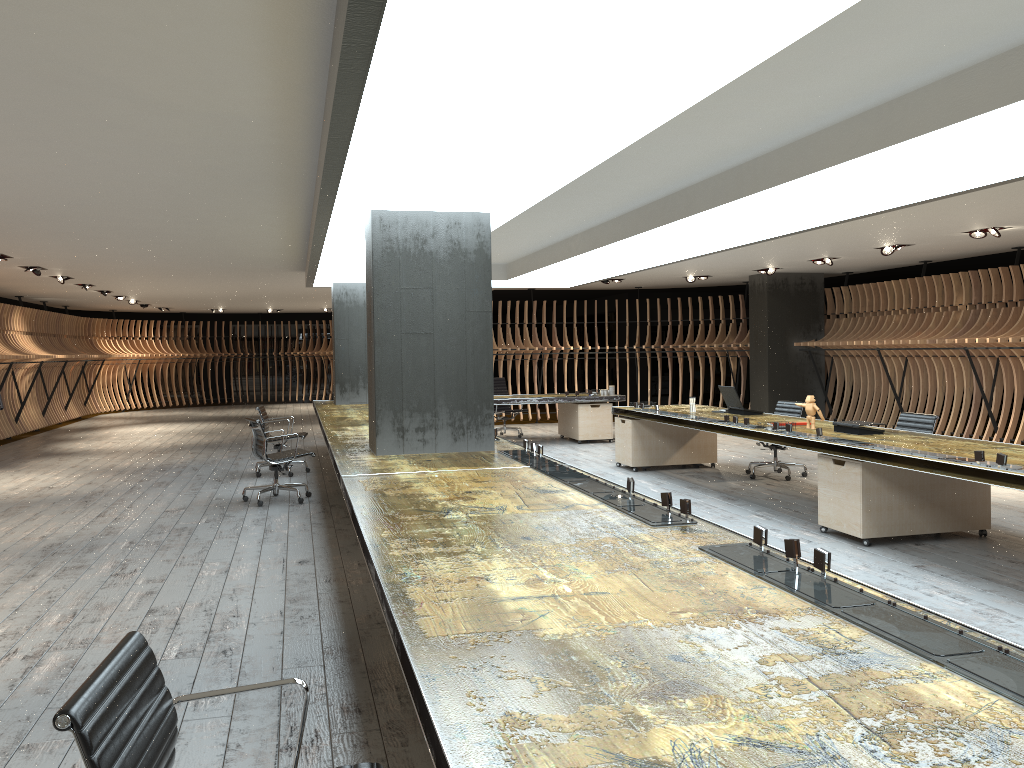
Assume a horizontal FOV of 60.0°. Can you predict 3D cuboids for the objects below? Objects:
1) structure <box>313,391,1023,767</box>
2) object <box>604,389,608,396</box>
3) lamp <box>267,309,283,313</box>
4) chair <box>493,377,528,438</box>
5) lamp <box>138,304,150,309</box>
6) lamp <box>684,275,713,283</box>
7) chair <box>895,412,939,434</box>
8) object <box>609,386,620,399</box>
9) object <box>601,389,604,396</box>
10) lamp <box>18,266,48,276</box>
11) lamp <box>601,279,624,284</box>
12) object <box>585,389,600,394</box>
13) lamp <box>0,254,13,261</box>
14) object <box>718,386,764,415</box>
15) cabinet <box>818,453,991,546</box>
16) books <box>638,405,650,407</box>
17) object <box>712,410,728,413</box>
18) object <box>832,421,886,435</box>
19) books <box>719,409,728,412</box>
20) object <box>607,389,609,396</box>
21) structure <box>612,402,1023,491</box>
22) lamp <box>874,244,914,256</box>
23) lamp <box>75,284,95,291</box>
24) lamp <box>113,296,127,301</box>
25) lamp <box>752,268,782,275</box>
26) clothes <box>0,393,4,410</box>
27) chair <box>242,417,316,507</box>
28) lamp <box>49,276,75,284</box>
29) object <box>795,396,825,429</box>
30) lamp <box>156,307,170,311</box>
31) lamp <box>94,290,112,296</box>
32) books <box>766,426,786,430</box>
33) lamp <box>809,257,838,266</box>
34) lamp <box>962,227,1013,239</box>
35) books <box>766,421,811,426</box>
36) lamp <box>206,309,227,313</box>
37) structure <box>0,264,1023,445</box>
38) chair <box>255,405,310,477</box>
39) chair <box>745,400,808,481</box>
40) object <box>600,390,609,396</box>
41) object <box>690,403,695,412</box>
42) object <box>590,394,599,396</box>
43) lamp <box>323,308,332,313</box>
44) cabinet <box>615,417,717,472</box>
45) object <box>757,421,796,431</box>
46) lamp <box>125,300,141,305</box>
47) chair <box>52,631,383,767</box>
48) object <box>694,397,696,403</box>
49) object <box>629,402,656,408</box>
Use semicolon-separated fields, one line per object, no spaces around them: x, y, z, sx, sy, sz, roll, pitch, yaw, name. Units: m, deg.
1.251;0.818;6.222;4.836;0.844;18.482;-1;2;-14;structure
1.502;0.141;14.198;0.062;0.109;0.062;-2;2;-41;object
-6.782;-2.160;25.324;0.493;0.291;0.269;-1;2;-9;lamp
-0.102;0.406;15.404;0.665;1.022;0.699;-2;2;-33;chair
-9.046;-1.996;21.839;0.269;0.283;0.493;-1;2;-14;lamp
3.341;-1.975;15.992;0.492;0.292;0.269;0;2;31;lamp
3.471;0.705;8.055;0.668;0.859;0.693;-2;2;-23;chair
1.630;0.133;14.186;0.088;0.204;0.263;-1;2;-15;object
1.453;0.140;14.249;0.062;0.109;0.062;-2;2;-41;object
-6.777;-1.680;12.544;0.269;0.294;0.493;-1;2;-14;lamp
1.822;-1.962;16.324;0.492;0.293;0.269;-1;2;-7;lamp
1.361;0.132;14.963;0.217;0.074;0.302;-1;2;-9;object
-6.398;-1.627;10.995;0.269;0.295;0.493;-1;2;-14;lamp
2.535;0.177;9.821;0.365;0.316;0.373;-1;2;-14;object
3.069;0.868;6.955;1.131;0.630;0.593;-1;2;-14;cabinet
1.648;0.278;11.200;0.155;0.025;0.110;-2;2;-19;books
2.439;0.315;10.169;0.213;0.019;0.219;-2;2;-29;object
2.937;0.371;7.518;0.262;0.088;0.373;-1;2;-14;object
2.474;0.296;10.139;0.186;0.027;0.112;-2;2;-29;books
1.522;0.138;14.266;0.062;0.109;0.062;-2;2;-41;object
3.086;0.779;6.448;1.162;0.844;10.455;-1;2;-14;structure
5.010;-1.841;11.624;0.269;0.288;0.493;-1;2;-14;lamp
-7.533;-1.781;15.642;0.269;0.298;0.493;-1;2;-14;lamp
-8.290;-1.888;18.740;0.269;0.293;0.493;-1;2;-14;lamp
4.239;-1.941;14.719;0.269;0.293;0.493;-2;2;-20;lamp
-8.019;0.183;13.622;0.682;0.854;0.181;0;1;29;clothes
-2.371;0.763;9.076;0.668;0.859;0.693;-2;2;-38;chair
-7.155;-1.727;14.093;0.269;0.302;0.493;-1;2;-14;lamp
2.665;0.251;8.004;0.097;0.300;0.320;-2;2;-30;object
-9.193;-2.055;23.404;0.269;0.279;0.493;0;2;27;lamp
-7.911;-1.835;17.191;0.269;0.295;0.493;-1;2;-14;lamp
2.352;0.390;7.900;0.155;0.025;0.110;-2;2;-19;books
4.631;-1.890;13.173;0.269;0.292;0.493;-1;2;-14;lamp
5.388;-1.789;10.075;0.269;0.288;0.493;-1;2;-14;lamp
2.613;0.374;8.395;0.366;0.026;0.213;-1;2;-3;books
-8.203;-2.110;24.630;0.493;0.292;0.269;-3;2;-40;lamp
-0.365;-0.163;10.003;14.883;2.439;36.567;-1;2;-14;structure
-2.871;0.695;11.092;0.667;0.859;0.693;-1;2;-18;chair
2.980;0.634;10.165;0.668;0.859;0.693;-2;2;-28;chair
1.507;0.148;14.277;0.175;0.089;0.289;-1;2;2;object
2.090;0.276;10.262;0.061;0.111;0.061;0;1;20;object
1.409;0.179;14.492;0.343;0.015;0.233;0;2;18;object
-5.204;-2.182;25.275;0.492;0.294;0.269;0;2;14;lamp
1.932;0.729;11.143;1.131;0.630;0.593;-1;2;-14;cabinet
2.356;0.381;7.898;0.302;0.074;0.217;-2;2;-19;object
-8.668;-1.941;20.290;0.269;0.291;0.493;-1;2;-14;lamp
-0.565;1.003;1.877;0.667;0.859;0.693;-1;2;-18;chair
2.108;0.231;10.249;0.030;0.170;0.007;-1;1;-1;object
1.652;0.268;11.199;0.302;0.074;0.217;-2;2;-19;object
